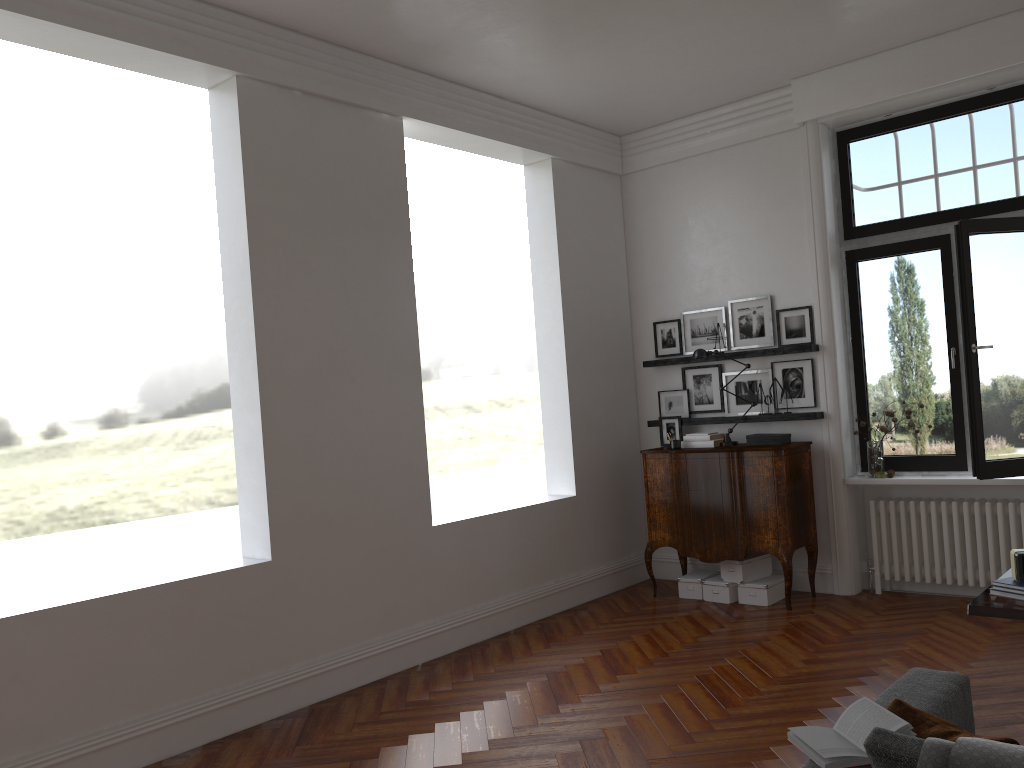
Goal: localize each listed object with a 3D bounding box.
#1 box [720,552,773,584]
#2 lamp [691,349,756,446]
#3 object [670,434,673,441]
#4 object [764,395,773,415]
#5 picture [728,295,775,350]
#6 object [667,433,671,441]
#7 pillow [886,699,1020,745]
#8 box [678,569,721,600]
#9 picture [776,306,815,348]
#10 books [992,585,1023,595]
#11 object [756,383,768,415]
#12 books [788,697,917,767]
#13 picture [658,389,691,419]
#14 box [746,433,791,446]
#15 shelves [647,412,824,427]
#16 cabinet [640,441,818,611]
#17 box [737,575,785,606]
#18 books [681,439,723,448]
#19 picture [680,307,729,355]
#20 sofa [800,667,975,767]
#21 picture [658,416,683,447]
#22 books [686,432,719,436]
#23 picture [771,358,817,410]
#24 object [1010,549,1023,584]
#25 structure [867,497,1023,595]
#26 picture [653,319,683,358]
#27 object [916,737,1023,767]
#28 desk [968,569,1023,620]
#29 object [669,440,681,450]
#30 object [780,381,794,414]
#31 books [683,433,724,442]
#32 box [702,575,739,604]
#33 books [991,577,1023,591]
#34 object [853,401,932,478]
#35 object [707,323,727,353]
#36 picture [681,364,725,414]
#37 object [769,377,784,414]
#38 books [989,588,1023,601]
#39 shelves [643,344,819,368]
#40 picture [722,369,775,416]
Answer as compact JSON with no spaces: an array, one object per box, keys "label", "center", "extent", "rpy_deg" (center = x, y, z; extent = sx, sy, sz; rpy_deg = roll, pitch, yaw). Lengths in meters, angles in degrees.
[{"label":"box","center":[1.851,1.445,7.002],"extent":[0.394,0.177,0.209],"rpy_deg":[-3,-1,-39]},{"label":"lamp","center":[1.719,0.101,7.163],"extent":[0.491,0.802,0.174],"rpy_deg":[-4,0,5]},{"label":"object","center":[1.305,0.460,7.197],"extent":[0.046,0.139,0.010],"rpy_deg":[-4,0,38]},{"label":"object","center":[2.051,0.169,7.093],"extent":[0.066,0.161,0.040],"rpy_deg":[-4,0,41]},{"label":"picture","center":[1.954,-0.498,7.247],"extent":[0.370,0.409,0.020],"rpy_deg":[-5,0,41]},{"label":"object","center":[1.284,0.454,7.183],"extent":[0.050,0.119,0.010],"rpy_deg":[-4,0,43]},{"label":"pillow","center":[1.263,1.069,2.380],"extent":[0.330,0.396,0.470],"rpy_deg":[-4,-1,-12]},{"label":"box","center":[1.544,1.649,7.279],"extent":[0.209,0.177,0.394],"rpy_deg":[-5,-1,36]},{"label":"picture","center":[2.236,-0.451,7.008],"extent":[0.290,0.303,0.020],"rpy_deg":[-5,0,41]},{"label":"books","center":[2.152,0.808,3.550],"extent":[0.344,0.017,0.250],"rpy_deg":[-4,-1,-24]},{"label":"object","center":[2.012,0.123,7.158],"extent":[0.124,0.260,0.040],"rpy_deg":[-4,0,41]},{"label":"books","center":[0.939,0.959,2.451],"extent":[0.278,0.096,0.225],"rpy_deg":[-4,-1,-7]},{"label":"picture","center":[1.412,0.180,7.721],"extent":[0.300,0.253,0.020],"rpy_deg":[-5,0,41]},{"label":"box","center":[2.012,0.434,6.949],"extent":[0.282,0.086,0.208],"rpy_deg":[-5,-1,41]},{"label":"shelves","center":[1.808,0.296,7.333],"extent":[1.516,0.055,0.155],"rpy_deg":[-5,-2,41]},{"label":"cabinet","center":[1.711,1.106,7.078],"extent":[1.267,1.218,0.640],"rpy_deg":[-5,-1,41]},{"label":"box","center":[1.964,1.610,6.917],"extent":[0.245,0.177,0.394],"rpy_deg":[-5,-1,41]},{"label":"books","center":[1.566,0.485,7.227],"extent":[0.295,0.057,0.229],"rpy_deg":[-5,-2,41]},{"label":"picture","center":[1.630,-0.448,7.527],"extent":[0.416,0.367,0.020],"rpy_deg":[-5,0,41]},{"label":"sofa","center":[2.031,1.197,1.820],"extent":[2.647,0.829,1.261],"rpy_deg":[-5,-1,41]},{"label":"picture","center":[1.363,0.406,7.604],"extent":[0.213,0.257,0.020],"rpy_deg":[-5,0,41]},{"label":"books","center":[1.548,0.407,7.217],"extent":[0.201,0.014,0.179],"rpy_deg":[-5,-2,41]},{"label":"picture","center":[2.234,0.004,7.042],"extent":[0.343,0.384,0.020],"rpy_deg":[-5,0,41]},{"label":"object","center":[2.144,0.721,3.518],"extent":[0.275,0.125,0.082],"rpy_deg":[-4,0,14]},{"label":"structure","center":[3.337,1.236,6.500],"extent":[1.454,0.778,0.225],"rpy_deg":[-5,-1,41]},{"label":"picture","center":[1.364,-0.397,7.758],"extent":[0.267,0.315,0.020],"rpy_deg":[-5,0,41]},{"label":"object","center":[1.244,1.016,1.842],"extent":[0.753,0.387,0.400],"rpy_deg":[-5,-1,41]},{"label":"desk","center":[2.981,1.148,3.133],"extent":[2.228,0.751,1.029],"rpy_deg":[-5,-1,41]},{"label":"object","center":[1.319,0.492,7.166],"extent":[0.091,0.077,0.091],"rpy_deg":[-4,-1,14]},{"label":"object","center":[2.186,0.107,7.057],"extent":[0.110,0.262,0.040],"rpy_deg":[-4,0,41]},{"label":"books","center":[1.567,0.435,7.230],"extent":[0.239,0.044,0.254],"rpy_deg":[-5,-2,41]},{"label":"box","center":[1.734,1.630,7.074],"extent":[0.394,0.177,0.245],"rpy_deg":[-3,-1,-44]},{"label":"books","center":[2.151,0.791,3.550],"extent":[0.344,0.017,0.250],"rpy_deg":[-4,-1,-24]},{"label":"object","center":[2.899,0.405,6.728],"extent":[0.542,0.599,0.317],"rpy_deg":[-4,0,11]},{"label":"object","center":[1.707,-0.377,7.390],"extent":[0.174,0.260,0.040],"rpy_deg":[-5,0,41]},{"label":"picture","center":[1.627,0.047,7.561],"extent":[0.373,0.406,0.020],"rpy_deg":[-5,0,41]},{"label":"object","center":[2.114,0.095,7.081],"extent":[0.118,0.299,0.040],"rpy_deg":[-4,0,41]},{"label":"books","center":[2.156,0.830,3.565],"extent":[0.347,0.027,0.264],"rpy_deg":[-4,-1,-24]},{"label":"shelves","center":[1.769,-0.226,7.332],"extent":[1.516,0.055,0.158],"rpy_deg":[-5,-2,41]},{"label":"picture","center":[1.944,0.075,7.291],"extent":[0.434,0.365,0.020],"rpy_deg":[-5,0,41]}]
